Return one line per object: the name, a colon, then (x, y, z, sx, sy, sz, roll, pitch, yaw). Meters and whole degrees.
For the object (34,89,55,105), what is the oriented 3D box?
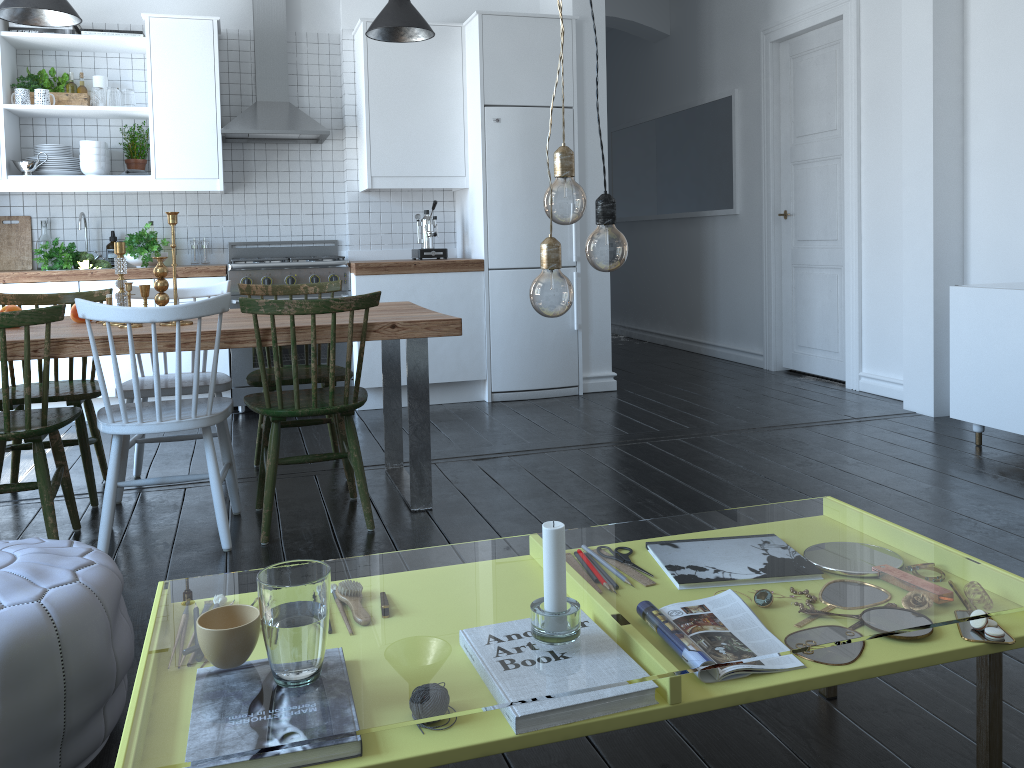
object: (-2.713, -1.656, 5.113, 0.109, 0.099, 0.083, -5, 6, -28)

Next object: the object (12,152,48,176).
object: (-2.776, -1.262, 5.066, 0.210, 0.134, 0.103, -2, 5, -5)

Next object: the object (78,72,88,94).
object: (-2.611, -1.775, 5.353, 0.056, 0.232, 0.056, -2, 3, -14)

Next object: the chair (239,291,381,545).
chair: (-0.716, 0.083, 3.128, 0.468, 0.822, 0.489, -3, 5, -18)

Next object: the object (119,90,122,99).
object: (-2.379, -1.701, 5.277, 0.086, 0.119, 0.086, 3, 7, 42)

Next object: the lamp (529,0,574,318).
lamp: (0.050, -0.855, 1.444, 0.074, 1.488, 0.089, -1, 3, 7)

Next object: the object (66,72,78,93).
object: (-2.646, -1.762, 5.297, 0.060, 0.223, 0.060, -3, 4, -34)

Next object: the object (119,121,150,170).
object: (-2.321, -1.449, 5.449, 0.165, 0.363, 0.172, 0, 4, 20)

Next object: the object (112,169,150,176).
object: (-2.287, -1.268, 5.325, 0.246, 0.042, 0.279, -5, 10, -24)

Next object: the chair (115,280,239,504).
chair: (-1.410, -0.004, 3.710, 0.467, 0.837, 0.513, -3, 5, -17)

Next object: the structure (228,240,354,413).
structure: (-1.391, -0.386, 5.502, 0.701, 1.013, 0.727, -3, 5, -17)

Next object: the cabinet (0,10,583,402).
cabinet: (-1.478, -1.046, 5.416, 3.793, 2.358, 0.784, -3, 4, -13)

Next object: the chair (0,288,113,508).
chair: (-1.859, 0.043, 3.533, 0.468, 0.822, 0.489, -3, 5, -18)

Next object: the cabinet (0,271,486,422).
cabinet: (-1.772, -0.255, 5.383, 3.184, 0.810, 0.736, -3, 6, -9)

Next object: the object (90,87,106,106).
object: (-2.437, -1.684, 5.180, 0.086, 0.119, 0.087, -1, 5, 6)

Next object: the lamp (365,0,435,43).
lamp: (-0.629, -2.396, 4.852, 0.385, 0.934, 0.388, -2, 4, -9)

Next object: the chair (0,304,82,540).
chair: (-1.639, 0.154, 2.822, 0.468, 0.822, 0.489, -3, 5, -18)

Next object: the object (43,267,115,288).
object: (-2.544, -0.628, 5.214, 0.372, 0.110, 0.357, -4, 9, -17)

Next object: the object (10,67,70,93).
object: (-2.822, -1.766, 5.257, 0.348, 0.252, 0.164, -5, 6, -27)

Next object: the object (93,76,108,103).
object: (-2.510, -1.764, 5.377, 0.085, 0.221, 0.085, -2, 3, -10)

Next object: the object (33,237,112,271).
object: (-2.554, -0.705, 5.140, 0.472, 0.305, 0.284, -8, 9, -44)

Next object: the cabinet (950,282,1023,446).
cabinet: (2.443, -0.019, 3.574, 0.591, 0.729, 1.212, -3, 8, -17)

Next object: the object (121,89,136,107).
object: (-2.293, -1.701, 5.265, 0.086, 0.119, 0.086, 3, 7, 42)

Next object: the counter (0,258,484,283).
counter: (-1.772, -0.676, 5.306, 3.104, 0.073, 0.855, -4, 10, -17)

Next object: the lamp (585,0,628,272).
lamp: (0.141, -0.936, 1.483, 0.086, 1.488, 0.075, 0, 3, 34)

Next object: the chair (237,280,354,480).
chair: (-0.936, -0.028, 3.839, 0.468, 0.822, 0.489, -3, 5, -18)

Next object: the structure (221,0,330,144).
structure: (-1.505, -2.187, 5.500, 0.634, 1.296, 0.532, -3, 4, -17)

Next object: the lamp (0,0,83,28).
lamp: (-3.446, -1.441, 4.068, 2.705, 2.495, 0.495, -3, 3, -17)

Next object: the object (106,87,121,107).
object: (-2.351, -1.687, 5.191, 0.086, 0.119, 0.087, -1, 5, 6)

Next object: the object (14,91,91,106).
object: (-2.748, -1.685, 5.282, 0.393, 0.102, 0.154, -4, 8, -17)

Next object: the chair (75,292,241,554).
chair: (-1.165, 0.114, 2.950, 0.467, 0.837, 0.513, -3, 5, -17)

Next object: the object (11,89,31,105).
object: (-2.835, -1.650, 5.092, 0.109, 0.099, 0.083, 4, 8, 42)

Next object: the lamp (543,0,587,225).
lamp: (0.074, -1.014, 1.471, 0.074, 1.488, 0.075, 0, 3, 30)
